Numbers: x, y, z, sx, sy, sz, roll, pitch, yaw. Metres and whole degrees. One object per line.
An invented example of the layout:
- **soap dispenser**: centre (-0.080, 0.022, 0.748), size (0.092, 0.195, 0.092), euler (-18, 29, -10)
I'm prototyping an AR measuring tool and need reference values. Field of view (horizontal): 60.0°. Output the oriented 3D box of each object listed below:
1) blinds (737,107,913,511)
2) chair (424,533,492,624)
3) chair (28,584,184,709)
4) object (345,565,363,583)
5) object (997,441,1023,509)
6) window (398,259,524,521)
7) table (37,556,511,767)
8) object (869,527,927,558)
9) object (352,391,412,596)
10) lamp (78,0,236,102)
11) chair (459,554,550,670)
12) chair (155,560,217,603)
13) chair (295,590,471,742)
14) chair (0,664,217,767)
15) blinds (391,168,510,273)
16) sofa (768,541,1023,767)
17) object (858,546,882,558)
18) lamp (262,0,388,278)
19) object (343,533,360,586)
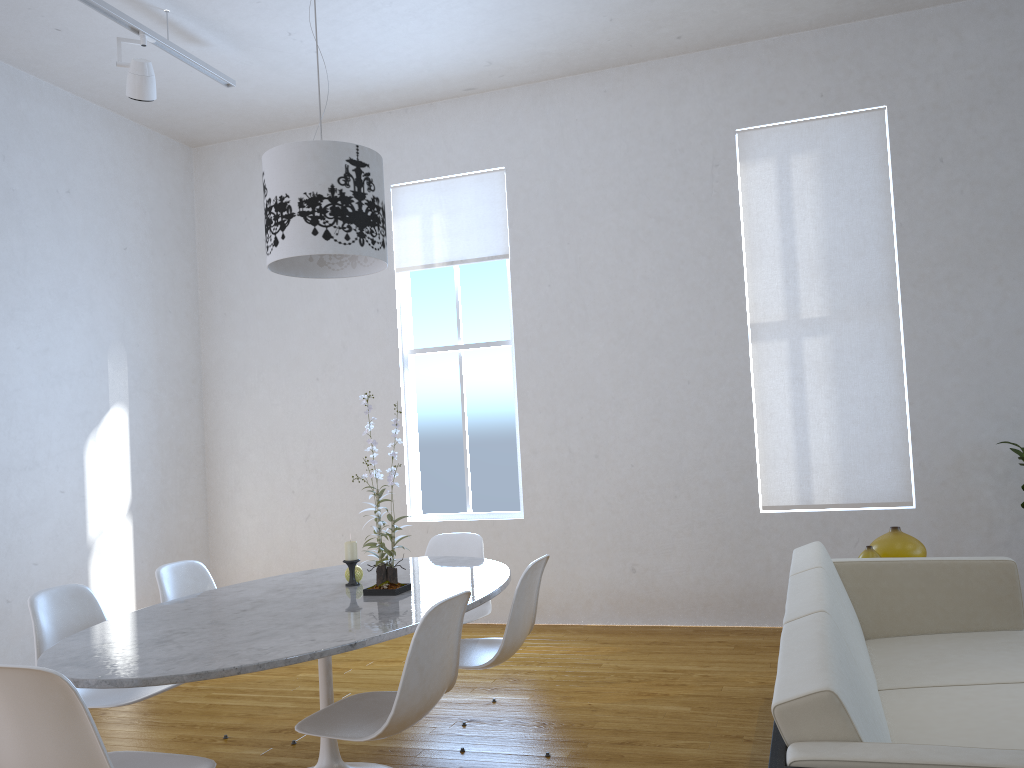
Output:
- **blinds**: centre (1.671, -0.386, 4.771), size (0.762, 2.108, 0.007), euler (-4, -2, 18)
- **chair**: centre (-0.297, 0.813, 3.655), size (0.406, 0.351, 0.419), euler (-4, -3, 20)
- **chair**: centre (-1.245, 0.803, 2.743), size (0.419, 0.351, 0.406), euler (-4, -3, 17)
- **object**: centre (-0.547, 0.640, 3.064), size (0.063, 0.091, 0.063), euler (-2, -3, -24)
- **object**: centre (2.567, 0.727, 4.224), size (0.483, 0.979, 0.380), euler (-3, -2, -9)
- **window**: centre (-0.319, -0.225, 5.522), size (0.775, 2.126, 0.074), euler (-4, -2, 18)
- **table**: centre (-0.577, 0.978, 2.761), size (1.071, 0.622, 1.912), euler (-4, -4, 18)
- **object**: centre (1.488, 0.660, 3.425), size (0.207, 0.215, 0.207), euler (-1, -3, -30)
- **object**: centre (-0.426, 0.348, 2.818), size (0.166, 0.637, 0.202), euler (-1, -3, -43)
- **lamp**: centre (-1.985, -1.588, 3.212), size (0.205, 0.486, 3.121), euler (-4, -4, 16)
- **chair**: centre (-0.084, 0.752, 2.942), size (0.419, 0.351, 0.406), euler (-4, -3, 18)
- **chair**: centre (-1.063, 0.827, 3.245), size (0.419, 0.351, 0.406), euler (-4, -3, 21)
- **chair**: centre (-0.321, 0.721, 2.305), size (0.419, 0.351, 0.406), euler (-4, -3, 22)
- **chair**: centre (-0.891, 0.724, 1.892), size (0.406, 0.351, 0.419), euler (-4, -3, 20)
- **blinds**: centre (-0.388, -1.001, 5.475), size (0.762, 0.556, 0.007), euler (-4, -2, 18)
- **sofa**: centre (1.717, 0.774, 1.915), size (9.730, 0.678, 5.342), euler (-5, -4, 18)
- **object**: centre (1.347, 0.689, 3.330), size (0.095, 0.160, 0.096), euler (-2, -3, -30)
- **lamp**: centre (-0.660, -1.159, 3.007), size (0.399, 1.536, 0.400), euler (-3, -2, -15)
- **object**: centre (-0.544, 0.592, 3.001), size (0.059, 0.176, 0.059), euler (-3, -2, 3)
